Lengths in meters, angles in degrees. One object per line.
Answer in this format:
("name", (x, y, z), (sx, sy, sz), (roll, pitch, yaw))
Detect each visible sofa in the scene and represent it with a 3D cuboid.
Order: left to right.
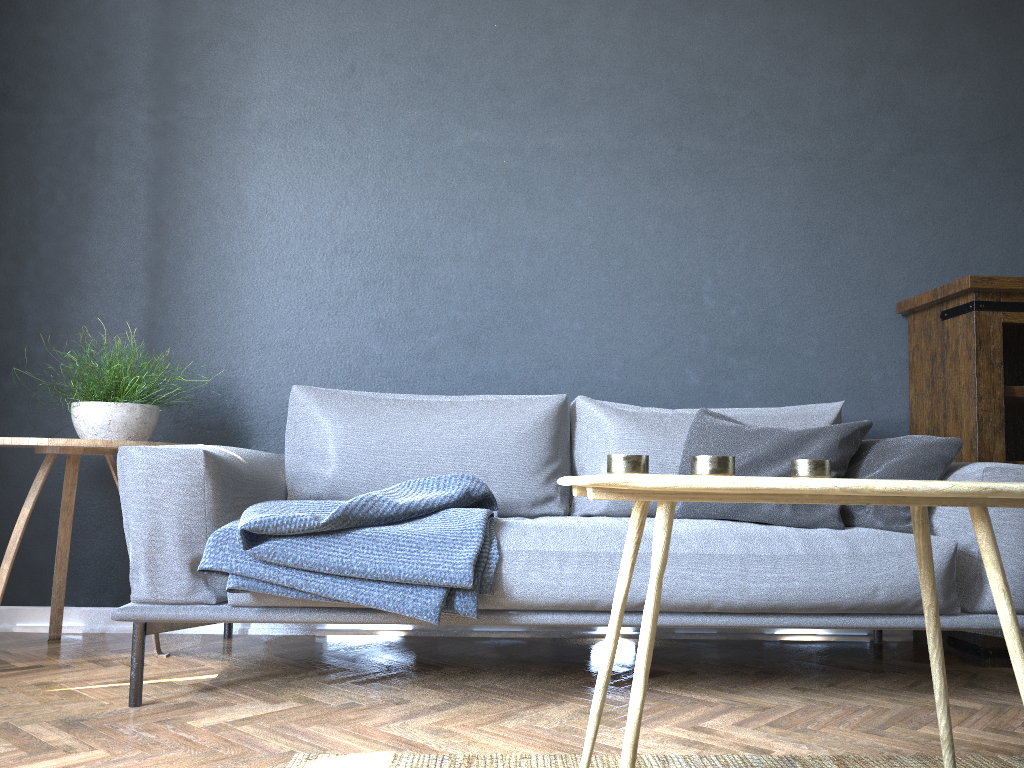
("sofa", (0.199, 0.404, 2.525), (2.340, 0.797, 0.971), (2, -5, -4))

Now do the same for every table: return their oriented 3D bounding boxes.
("table", (0.473, 0.427, 1.431), (0.787, 0.549, 0.340), (2, -5, -3))

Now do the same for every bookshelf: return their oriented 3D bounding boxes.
("bookshelf", (2.312, 0.302, 2.908), (1.918, 1.170, 0.451), (2, -5, -3))

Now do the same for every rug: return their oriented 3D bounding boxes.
("rug", (0.612, 0.685, 1.245), (2.011, 0.013, 1.005), (2, -6, -3))

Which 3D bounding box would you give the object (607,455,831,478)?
("object", (0.343, 0.137, 1.474), (0.369, 0.033, 0.103), (1, -6, 7))

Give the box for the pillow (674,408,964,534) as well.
("pillow", (0.828, 0.238, 2.523), (0.797, 0.361, 0.443), (0, -6, 14))

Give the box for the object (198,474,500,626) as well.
("object", (-0.358, 0.382, 2.184), (0.666, 0.329, 0.491), (1, -5, 1))
